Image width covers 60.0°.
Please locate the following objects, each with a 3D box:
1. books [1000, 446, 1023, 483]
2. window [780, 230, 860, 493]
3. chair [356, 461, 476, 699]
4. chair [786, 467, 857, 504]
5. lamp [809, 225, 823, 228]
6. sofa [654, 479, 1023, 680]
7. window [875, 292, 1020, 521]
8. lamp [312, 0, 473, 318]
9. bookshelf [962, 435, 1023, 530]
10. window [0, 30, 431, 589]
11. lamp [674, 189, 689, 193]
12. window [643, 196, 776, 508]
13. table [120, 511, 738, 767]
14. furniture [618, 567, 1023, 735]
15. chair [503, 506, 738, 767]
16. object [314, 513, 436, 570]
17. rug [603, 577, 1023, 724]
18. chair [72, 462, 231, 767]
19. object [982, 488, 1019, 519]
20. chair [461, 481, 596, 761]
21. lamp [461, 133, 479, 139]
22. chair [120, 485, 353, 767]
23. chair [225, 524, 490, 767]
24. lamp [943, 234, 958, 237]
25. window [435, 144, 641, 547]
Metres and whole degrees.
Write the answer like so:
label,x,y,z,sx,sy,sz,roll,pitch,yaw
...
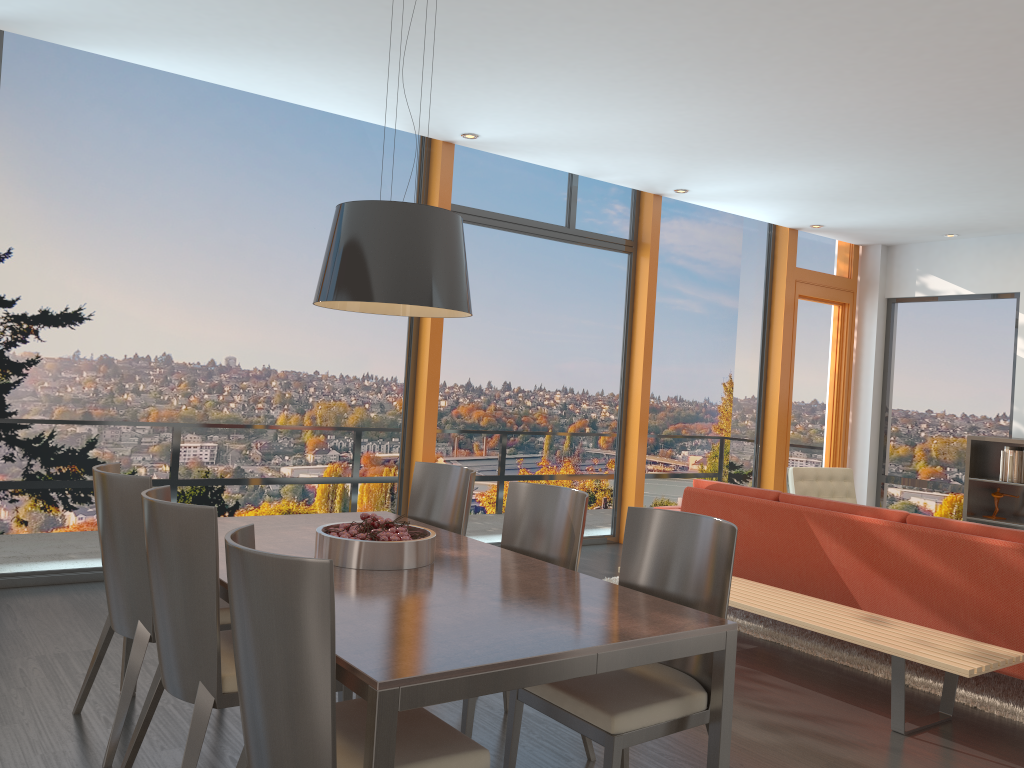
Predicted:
label,x,y,z,sx,sy,sz,roll,pitch,yaw
books,4.726,0.727,7.886,0.324,0.339,0.592,4,0,-36
window,3.236,-0.095,9.549,1.156,3.346,0.211,4,-1,-36
chair,-0.488,0.854,3.955,0.614,0.968,0.548,4,-1,-36
chair,2.714,1.122,7.278,0.700,0.817,0.707,4,0,-26
lamp,3.052,-1.580,8.895,0.129,0.010,0.129,4,0,9
sofa,2.049,1.072,4.988,1.037,0.852,2.598,4,0,-36
window,4.517,-0.012,9.203,0.065,3.340,1.410,4,-1,-36
lamp,-0.374,-1.052,3.177,0.567,1.580,0.567,4,-1,-7
bookshelf,5.430,1.133,7.052,0.570,1.163,3.388,4,0,-36
window,-1.902,-0.425,5.889,2.923,3.346,0.070,4,-1,-36
lamp,1.476,-1.681,7.736,0.129,0.010,0.129,4,0,9
window,1.885,-0.182,8.673,1.843,3.346,0.070,4,-1,-36
table,-0.472,1.008,3.095,1.171,0.765,2.152,4,0,-36
furniture,1.389,1.278,4.432,0.492,0.357,2.006,4,0,-36
chair,0.376,0.906,2.775,0.614,0.968,0.548,4,-1,-36
object,-0.487,0.547,3.186,0.427,0.154,0.427,4,0,8
rug,2.922,1.549,5.604,2.983,0.043,3.773,4,0,-36
chair,-1.279,0.803,3.346,0.614,0.968,0.548,4,-1,-36
object,4.520,1.106,8.219,0.201,0.290,0.245,4,0,-16
chair,-0.036,0.881,3.338,0.614,0.968,0.548,4,-1,-36
lamp,-0.305,-1.795,6.428,0.129,0.010,0.129,4,0,9
chair,-0.867,0.828,2.783,0.614,0.968,0.548,4,-1,-36
chair,-0.415,0.856,2.166,0.614,0.968,0.548,4,-1,-36
lamp,4.419,-1.494,8.934,0.129,0.010,0.129,4,0,9
window,0.208,-0.289,7.440,2.104,3.346,0.070,4,-1,-36
